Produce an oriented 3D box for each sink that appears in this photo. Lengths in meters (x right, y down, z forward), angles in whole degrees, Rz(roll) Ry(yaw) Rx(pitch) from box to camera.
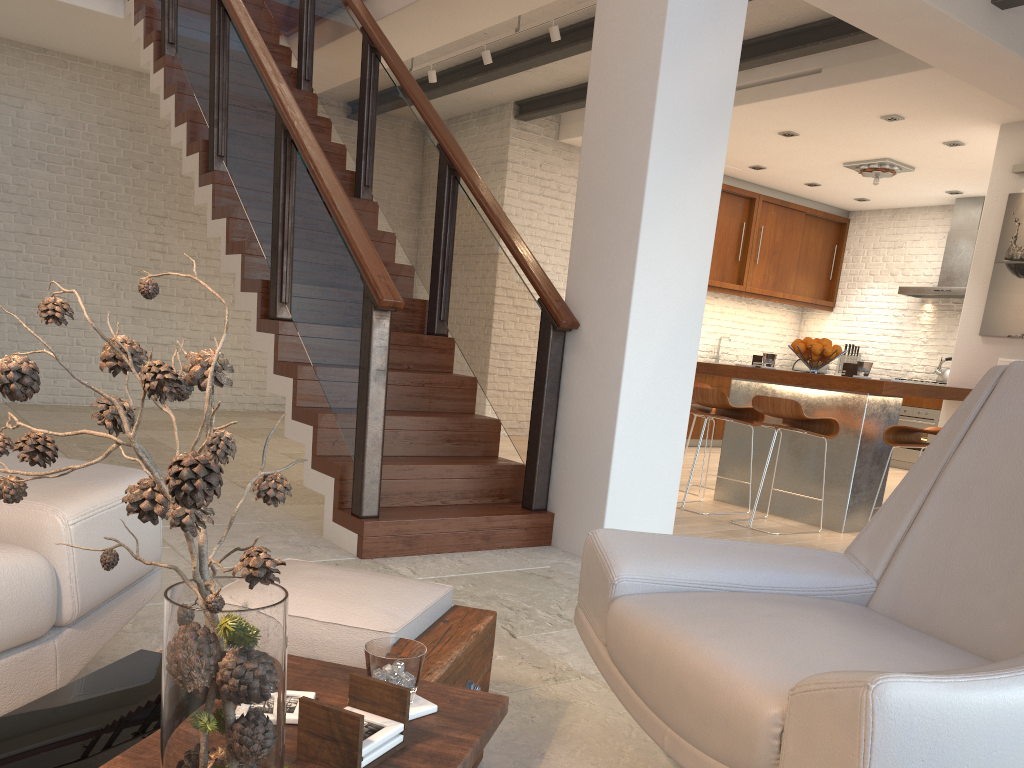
[{"bbox_3d":[2.720,-0.299,10.067,0.857,0.441,0.503,2,8,-36],"label":"sink"}]

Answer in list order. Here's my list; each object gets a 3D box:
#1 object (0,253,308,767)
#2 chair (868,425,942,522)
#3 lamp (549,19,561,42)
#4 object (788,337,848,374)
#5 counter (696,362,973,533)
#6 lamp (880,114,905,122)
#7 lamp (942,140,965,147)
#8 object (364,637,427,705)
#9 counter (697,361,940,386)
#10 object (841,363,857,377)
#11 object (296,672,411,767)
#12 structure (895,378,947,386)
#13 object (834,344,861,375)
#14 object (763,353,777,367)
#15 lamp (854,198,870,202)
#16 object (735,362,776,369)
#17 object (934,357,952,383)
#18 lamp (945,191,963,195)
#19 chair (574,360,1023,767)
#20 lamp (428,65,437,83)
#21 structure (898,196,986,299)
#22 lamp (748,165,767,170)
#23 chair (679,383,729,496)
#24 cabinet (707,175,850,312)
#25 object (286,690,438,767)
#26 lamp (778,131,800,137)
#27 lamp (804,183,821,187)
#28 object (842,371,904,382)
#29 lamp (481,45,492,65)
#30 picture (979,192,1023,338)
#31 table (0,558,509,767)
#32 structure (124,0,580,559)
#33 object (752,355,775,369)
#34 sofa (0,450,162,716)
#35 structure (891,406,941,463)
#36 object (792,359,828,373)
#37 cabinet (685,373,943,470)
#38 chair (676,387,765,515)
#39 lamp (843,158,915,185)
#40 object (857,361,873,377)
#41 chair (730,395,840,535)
[{"bbox_3d":[-0.387,0.166,0.925,0.536,0.625,0.310,9,11,23],"label":"object"},{"bbox_3d":[2.385,0.556,4.998,0.403,0.798,0.410,-2,13,-36],"label":"chair"},{"bbox_3d":[0.263,-2.156,5.342,0.086,0.133,0.059,-1,13,-34],"label":"lamp"},{"bbox_3d":[1.924,-0.180,5.514,0.363,0.228,0.357,8,6,19],"label":"object"},{"bbox_3d":[2.422,0.431,6.043,2.495,0.947,1.643,3,6,-36],"label":"counter"},{"bbox_3d":[2.822,-1.989,6.459,0.123,0.057,0.120,2,6,-36],"label":"lamp"},{"bbox_3d":[3.543,-1.943,6.983,0.123,0.057,0.120,2,6,-36],"label":"lamp"},{"bbox_3d":[-0.173,0.425,1.275,0.090,0.087,0.089,7,8,13],"label":"object"},{"bbox_3d":[3.246,-0.053,8.756,3.332,0.072,3.435,4,3,-37],"label":"counter"},{"bbox_3d":[2.073,-0.083,5.313,0.094,0.084,0.112,7,6,9],"label":"object"},{"bbox_3d":[-0.205,0.442,1.139,0.093,0.084,0.113,9,7,25],"label":"object"},{"bbox_3d":[4.495,-0.009,9.342,0.589,0.033,0.791,4,3,-37],"label":"structure"},{"bbox_3d":[4.001,-0.283,10.350,0.066,0.386,0.313,-4,13,-36],"label":"object"},{"bbox_3d":[1.679,-0.154,5.693,0.091,0.087,0.089,-1,10,-39],"label":"object"},{"bbox_3d":[3.839,-2.039,9.556,0.123,0.057,0.120,2,6,-36],"label":"lamp"},{"bbox_3d":[1.661,-0.123,5.782,0.205,0.036,0.280,3,4,-36],"label":"object"},{"bbox_3d":[4.573,-0.142,9.058,0.263,0.283,0.254,3,9,-15],"label":"object"},{"bbox_3d":[4.442,-1.940,8.750,0.123,0.057,0.120,2,6,-36],"label":"lamp"},{"bbox_3d":[0.763,0.436,1.771,0.975,1.046,0.995,3,8,-20],"label":"chair"},{"bbox_3d":[-0.592,-2.296,6.480,0.059,0.133,0.084,10,11,23],"label":"lamp"},{"bbox_3d":[4.686,-1.411,9.063,0.456,1.021,0.959,-3,11,-36],"label":"structure"},{"bbox_3d":[2.400,-2.131,8.510,0.123,0.057,0.120,2,6,-36],"label":"lamp"},{"bbox_3d":[1.394,0.394,6.322,0.403,0.798,0.410,-2,13,-36],"label":"chair"},{"bbox_3d":[2.483,-1.567,9.635,3.341,1.200,0.447,3,11,-36],"label":"cabinet"},{"bbox_3d":[-0.253,0.456,1.248,0.268,0.036,0.245,7,3,25],"label":"object"},{"bbox_3d":[2.282,-2.078,7.181,0.123,0.057,0.120,2,6,-36],"label":"lamp"},{"bbox_3d":[3.120,-2.084,9.033,0.123,0.057,0.120,2,6,-36],"label":"lamp"},{"bbox_3d":[2.112,-0.050,5.193,0.198,0.036,0.385,4,3,-33],"label":"object"},{"bbox_3d":[-0.170,-2.227,5.920,0.086,0.133,0.059,-1,13,-34],"label":"lamp"},{"bbox_3d":[3.752,-0.842,6.186,0.020,1.045,0.636,-4,14,-36],"label":"picture"},{"bbox_3d":[-0.088,0.688,0.829,1.959,0.441,2.163,7,3,15],"label":"table"},{"bbox_3d":[0.625,-1.327,4.398,13.849,4.260,9.900,3,5,-36],"label":"structure"},{"bbox_3d":[1.685,-0.148,5.841,0.094,0.084,0.111,0,8,-36],"label":"object"},{"bbox_3d":[-1.716,0.336,1.294,1.137,0.776,2.283,7,4,14],"label":"sofa"},{"bbox_3d":[4.383,0.545,9.425,0.499,0.594,0.652,-1,10,-36],"label":"structure"},{"bbox_3d":[3.666,-0.225,10.733,0.250,0.164,0.336,1,6,-36],"label":"object"},{"bbox_3d":[3.432,-0.592,9.065,4.745,2.919,2.217,7,9,17],"label":"cabinet"},{"bbox_3d":[1.284,0.419,5.572,0.421,0.798,0.393,-2,13,-36],"label":"chair"},{"bbox_3d":[3.346,-1.911,7.985,0.450,0.175,0.439,3,5,-36],"label":"lamp"},{"bbox_3d":[2.086,-0.088,5.168,0.091,0.087,0.088,3,8,-21],"label":"object"},{"bbox_3d":[1.597,0.471,5.154,0.421,0.798,0.393,-2,13,-36],"label":"chair"}]
